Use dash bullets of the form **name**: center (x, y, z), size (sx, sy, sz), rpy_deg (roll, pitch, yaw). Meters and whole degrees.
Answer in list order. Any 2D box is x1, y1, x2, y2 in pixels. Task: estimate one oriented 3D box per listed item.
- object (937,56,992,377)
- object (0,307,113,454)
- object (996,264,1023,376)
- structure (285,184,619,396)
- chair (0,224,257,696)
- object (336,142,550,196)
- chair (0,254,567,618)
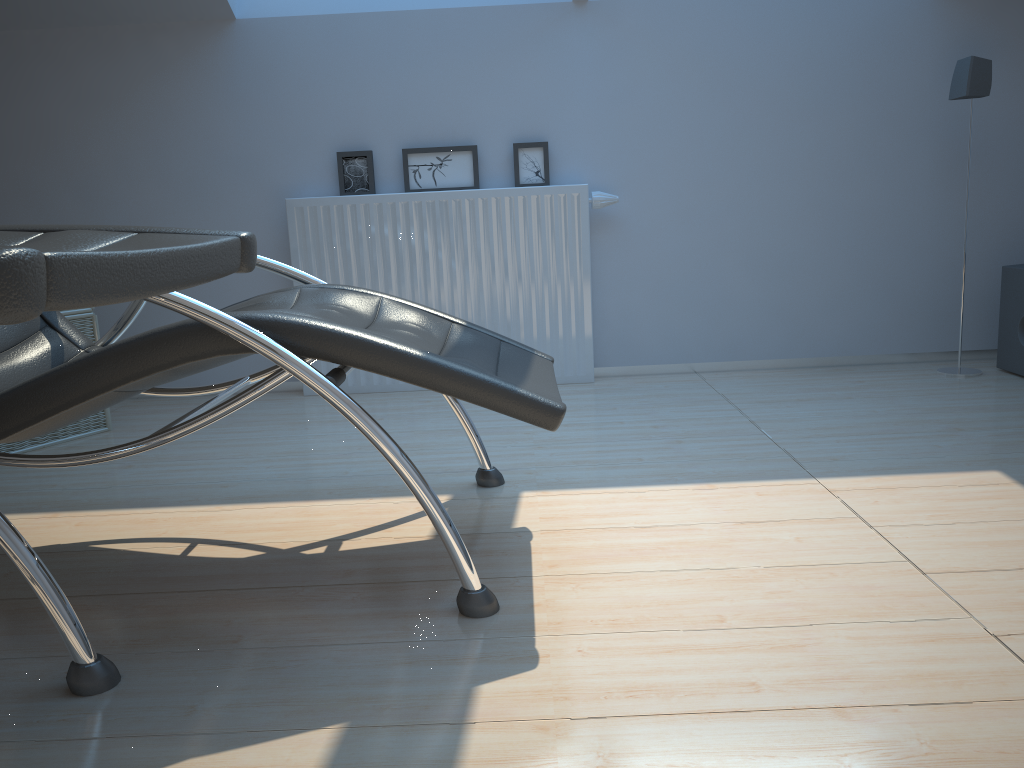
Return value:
- **object**: center (1.728, -0.621, 3.373), size (0.158, 1.181, 0.160), rpy_deg (-3, 11, 1)
- **object**: center (-1.955, -0.035, 3.027), size (0.744, 0.518, 0.745), rpy_deg (4, 13, 30)
- **object**: center (2.101, -0.243, 3.267), size (0.401, 0.424, 0.400), rpy_deg (-3, 11, 1)
- **structure**: center (-0.217, -0.382, 3.630), size (1.324, 0.800, 0.120), rpy_deg (-3, 11, 1)
- **chair**: center (-1.386, 0.110, 0.946), size (2.114, 0.953, 0.836), rpy_deg (-3, 11, 1)
- **object**: center (-0.274, -0.860, 3.566), size (0.846, 0.180, 0.030), rpy_deg (-3, 11, 1)
- **chair**: center (-0.879, -0.243, 1.868), size (1.938, 1.251, 0.836), rpy_deg (-3, 11, 1)
